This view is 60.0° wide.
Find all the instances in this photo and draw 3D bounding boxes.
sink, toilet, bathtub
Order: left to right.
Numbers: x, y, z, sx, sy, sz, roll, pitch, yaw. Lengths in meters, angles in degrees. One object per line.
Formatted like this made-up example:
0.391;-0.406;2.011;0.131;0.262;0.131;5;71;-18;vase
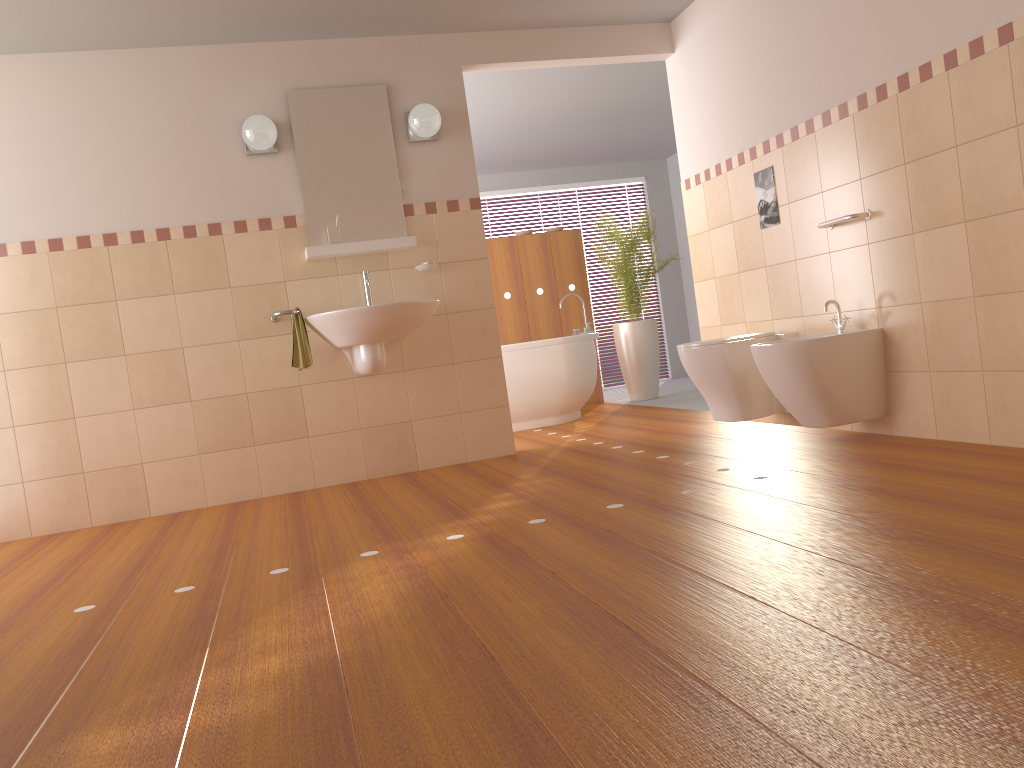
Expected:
-0.667;-0.314;4.352;0.683;0.516;0.539;-9;3;-14;sink
-0.246;-0.106;6.338;1.874;0.900;0.888;-9;3;-14;bathtub
1.096;-0.029;4.359;0.534;0.400;0.375;-9;3;-14;toilet
1.263;-0.082;3.717;0.515;0.517;0.335;-9;3;-14;sink

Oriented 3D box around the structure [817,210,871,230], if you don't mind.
1.386;-0.688;3.744;0.091;0.042;0.295;-9;3;-14;structure

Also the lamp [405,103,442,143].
-0.451;-1.352;4.568;0.173;0.173;0.209;-9;3;-14;lamp

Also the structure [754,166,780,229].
1.241;-0.907;4.328;0.005;0.279;0.170;-9;3;-14;structure

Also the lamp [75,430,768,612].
-0.966;0.549;4.145;3.173;0.001;2.893;-9;3;-14;lamp

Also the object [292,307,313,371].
-1.035;-0.219;4.356;0.085;0.306;0.181;-8;3;2;object

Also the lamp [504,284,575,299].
-0.036;-0.721;7.231;1.169;0.052;0.001;-9;3;-14;lamp

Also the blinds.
-0.761;-0.725;8.603;4.712;2.022;0.032;-9;3;-14;blinds

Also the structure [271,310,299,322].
-1.109;-0.338;4.340;0.142;0.042;0.333;-9;3;-14;structure

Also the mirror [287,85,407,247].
-0.843;-1.122;4.558;0.502;0.799;0.008;-9;3;-14;mirror

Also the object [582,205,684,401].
1.065;-0.657;7.137;0.683;1.557;1.335;-7;3;18;object

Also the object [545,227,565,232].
0.363;-1.287;7.467;0.173;0.046;0.173;-9;3;-14;object

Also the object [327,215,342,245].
-0.902;-0.774;4.485;0.063;0.149;0.073;-9;3;-14;object

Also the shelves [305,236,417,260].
-0.770;-0.694;4.527;0.554;0.050;0.138;-9;3;-14;shelves

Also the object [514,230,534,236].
0.103;-1.247;7.400;0.173;0.046;0.173;-9;3;-14;object

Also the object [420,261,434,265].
-0.445;-0.630;4.636;0.075;0.023;0.050;-6;3;40;object

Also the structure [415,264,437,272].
-0.443;-0.608;4.635;0.117;0.029;0.092;-9;3;-14;structure

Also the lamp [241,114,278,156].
-1.242;-1.232;4.363;0.173;0.173;0.209;-9;3;-14;lamp
